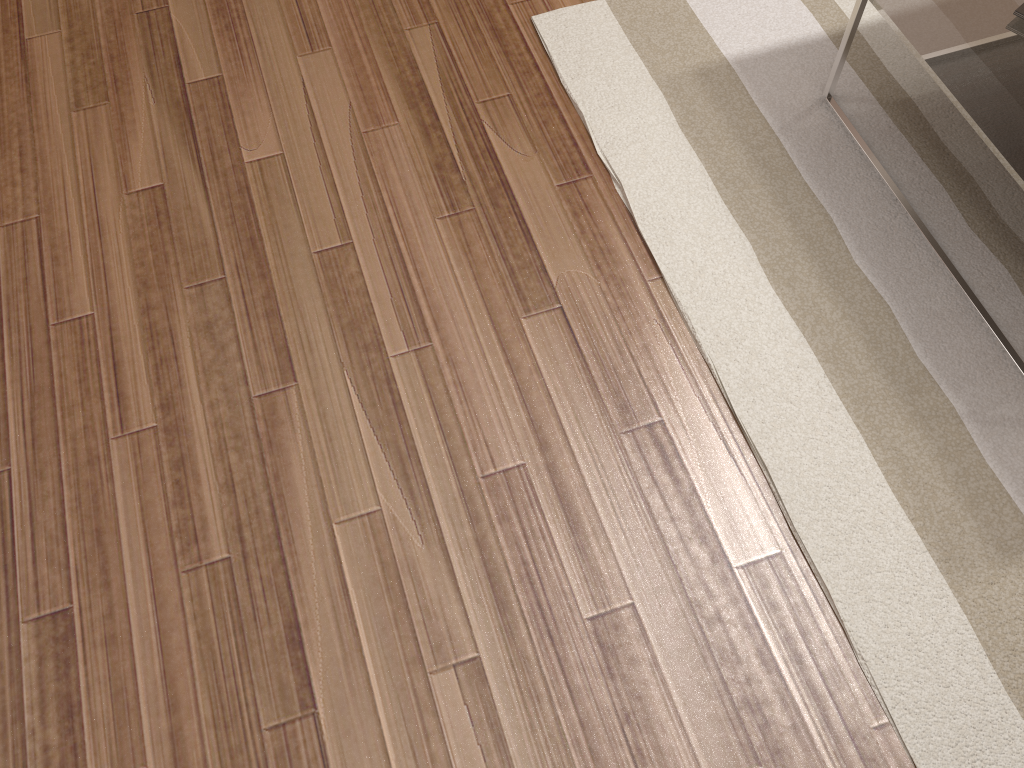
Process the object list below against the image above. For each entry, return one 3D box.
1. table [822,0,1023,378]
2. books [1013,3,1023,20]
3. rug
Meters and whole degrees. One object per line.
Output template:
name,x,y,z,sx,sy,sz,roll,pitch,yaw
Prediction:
table,1.326,-0.566,1.559,1.110,0.558,0.856,-17,62,-7
books,1.125,-0.655,1.610,0.241,0.008,0.332,-41,67,-19
rug,1.325,-0.431,1.803,2.122,0.024,1.791,-17,62,-7
